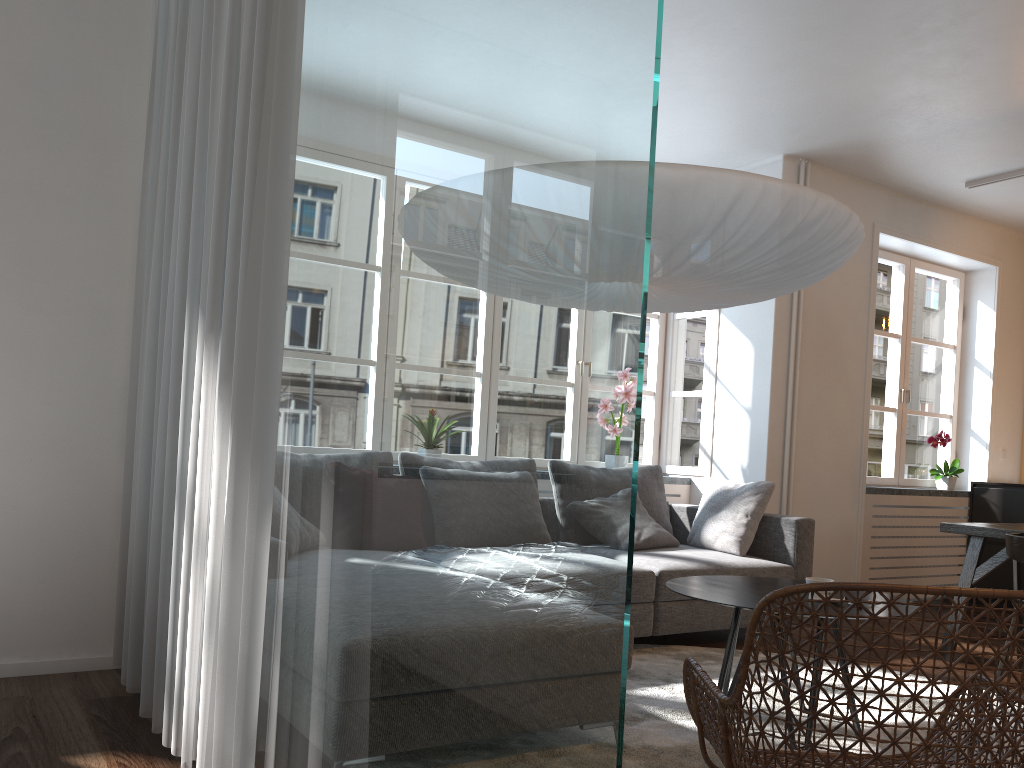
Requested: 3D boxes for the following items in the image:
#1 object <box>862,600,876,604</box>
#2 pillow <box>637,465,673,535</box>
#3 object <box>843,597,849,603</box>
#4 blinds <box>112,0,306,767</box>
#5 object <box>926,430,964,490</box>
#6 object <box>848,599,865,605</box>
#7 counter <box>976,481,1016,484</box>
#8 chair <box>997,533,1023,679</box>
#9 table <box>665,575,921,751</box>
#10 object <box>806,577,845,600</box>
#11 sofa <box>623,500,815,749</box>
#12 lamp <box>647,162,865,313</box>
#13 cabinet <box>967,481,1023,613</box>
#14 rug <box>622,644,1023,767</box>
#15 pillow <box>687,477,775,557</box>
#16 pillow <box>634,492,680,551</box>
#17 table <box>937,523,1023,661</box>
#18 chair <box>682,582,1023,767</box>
[{"bbox_3d":[1.188,0.724,2.930,0.015,0.015,0.168,1,-5,45],"label":"object"},{"bbox_3d":[0.592,0.693,5.093,0.838,0.476,0.275,5,-2,-32],"label":"pillow"},{"bbox_3d":[1.128,0.729,3.005,0.026,0.010,0.124,1,-5,24],"label":"object"},{"bbox_3d":[-0.959,-0.354,2.650,0.153,2.732,1.806,3,-1,-30],"label":"blinds"},{"bbox_3d":[3.144,0.551,6.404,0.229,0.436,0.407,2,-2,34],"label":"object"},{"bbox_3d":[1.151,0.724,2.953,0.025,0.016,0.164,1,-5,33],"label":"object"},{"bbox_3d":[5.002,0.649,4.497,0.734,0.002,5.061,6,-5,-32],"label":"counter"},{"bbox_3d":[2.451,1.014,3.884,0.521,0.670,0.593,4,-2,-34],"label":"chair"},{"bbox_3d":[0.951,0.967,3.087,0.849,0.472,0.847,5,-4,-30],"label":"table"},{"bbox_3d":[1.044,0.691,2.957,0.091,0.069,0.139,4,-4,-20],"label":"object"},{"bbox_3d":[0.312,0.898,3.899,3.075,0.670,2.040,6,-5,-32],"label":"sofa"},{"bbox_3d":[0.365,-0.392,2.905,1.470,0.209,1.474,3,-4,4],"label":"lamp"},{"bbox_3d":[4.977,1.097,4.495,0.734,0.898,5.064,4,-4,-32],"label":"cabinet"},{"bbox_3d":[0.881,1.183,2.935,2.834,0.012,2.848,0,-6,37],"label":"rug"},{"bbox_3d":[1.179,0.730,4.923,0.287,0.414,0.494,4,-3,-33],"label":"pillow"},{"bbox_3d":[0.616,0.732,4.825,0.443,0.320,0.494,1,-4,39],"label":"pillow"},{"bbox_3d":[3.262,1.039,3.684,1.109,0.678,2.501,5,-5,-32],"label":"table"},{"bbox_3d":[0.764,0.734,1.879,0.718,0.708,0.687,3,-2,0],"label":"chair"}]
